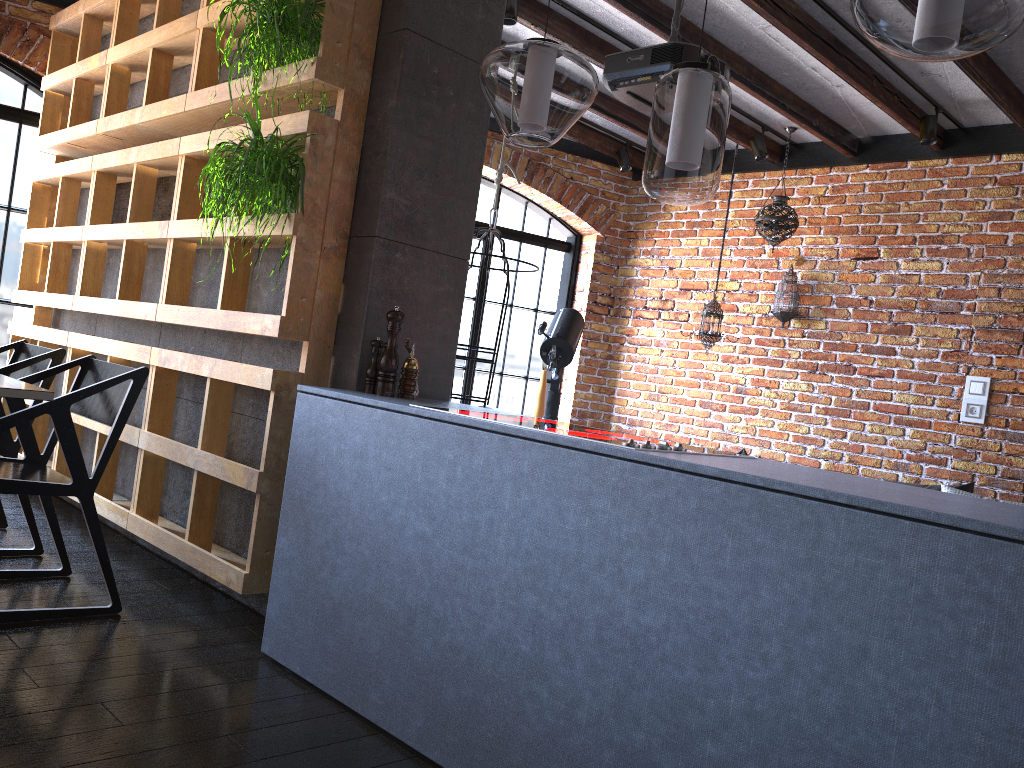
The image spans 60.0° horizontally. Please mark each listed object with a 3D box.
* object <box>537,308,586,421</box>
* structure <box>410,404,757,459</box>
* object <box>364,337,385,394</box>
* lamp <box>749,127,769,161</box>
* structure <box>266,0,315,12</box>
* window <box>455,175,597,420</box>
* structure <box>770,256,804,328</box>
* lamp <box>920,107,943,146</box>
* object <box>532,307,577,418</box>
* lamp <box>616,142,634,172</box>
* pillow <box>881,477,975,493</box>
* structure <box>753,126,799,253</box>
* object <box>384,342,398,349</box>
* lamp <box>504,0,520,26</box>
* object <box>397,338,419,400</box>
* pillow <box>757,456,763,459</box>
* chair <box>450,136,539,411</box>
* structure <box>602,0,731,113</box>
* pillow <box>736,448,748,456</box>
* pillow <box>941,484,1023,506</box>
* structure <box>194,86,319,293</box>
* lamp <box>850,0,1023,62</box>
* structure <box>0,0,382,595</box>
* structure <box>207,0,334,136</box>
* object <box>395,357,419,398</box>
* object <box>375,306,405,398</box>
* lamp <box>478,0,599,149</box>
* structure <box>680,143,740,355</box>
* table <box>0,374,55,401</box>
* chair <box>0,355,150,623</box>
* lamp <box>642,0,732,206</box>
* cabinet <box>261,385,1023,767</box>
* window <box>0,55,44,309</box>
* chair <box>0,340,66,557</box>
[{"bbox_3d":[0.181,0.211,5.669,0.570,1.471,0.616,8,1,-19],"label":"object"},{"bbox_3d":[0.165,0.131,2.298,0.504,0.057,0.763,8,0,-45],"label":"structure"},{"bbox_3d":[-0.436,-0.058,2.812,0.048,0.180,0.048,8,1,5],"label":"object"},{"bbox_3d":[1.529,-1.484,5.486,0.133,0.208,0.090,8,1,12],"label":"lamp"},{"bbox_3d":[-0.611,-1.441,3.020,0.422,0.620,0.571,9,1,34],"label":"structure"},{"bbox_3d":[-0.852,-0.694,6.254,3.294,2.233,0.177,8,1,-27],"label":"window"},{"bbox_3d":[1.768,-0.597,5.678,0.169,0.482,0.169,8,1,-45],"label":"structure"},{"bbox_3d":[2.245,-1.383,4.761,0.113,0.194,0.085,8,1,16],"label":"lamp"},{"bbox_3d":[0.308,-0.088,6.575,0.270,1.054,0.299,8,1,-24],"label":"object"},{"bbox_3d":[0.790,-1.595,6.239,0.134,0.208,0.093,8,1,21],"label":"lamp"},{"bbox_3d":[2.139,0.665,4.637,0.510,0.400,0.263,9,1,39],"label":"pillow"},{"bbox_3d":[1.668,-1.197,5.482,0.265,0.779,0.273,8,1,-6],"label":"structure"},{"bbox_3d":[-0.401,-0.054,2.866,0.048,0.180,0.048,9,1,28],"label":"object"},{"bbox_3d":[0.002,-1.704,3.953,0.116,0.188,0.083,8,1,8],"label":"lamp"},{"bbox_3d":[-0.324,-0.049,2.835,0.058,0.192,0.081,8,1,-4],"label":"object"},{"bbox_3d":[1.227,0.541,4.194,0.250,0.402,0.544,9,1,27],"label":"pillow"},{"bbox_3d":[-0.181,-0.727,4.763,0.682,2.220,0.802,8,1,0],"label":"chair"},{"bbox_3d":[0.666,-1.563,3.615,0.409,0.816,0.463,8,1,-45],"label":"structure"},{"bbox_3d":[0.975,0.492,3.973,0.238,0.417,0.539,9,1,35],"label":"pillow"},{"bbox_3d":[2.336,0.710,4.359,0.495,0.354,0.293,8,1,31],"label":"pillow"},{"bbox_3d":[-0.833,-0.619,2.954,0.422,0.620,0.570,8,1,-26],"label":"structure"},{"bbox_3d":[0.929,-1.019,1.849,0.364,0.665,0.364,9,1,28],"label":"lamp"},{"bbox_3d":[-1.602,-0.645,3.874,0.206,2.381,2.828,7,1,-45],"label":"structure"},{"bbox_3d":[-0.770,-1.094,2.894,0.422,0.620,0.570,8,1,14],"label":"structure"},{"bbox_3d":[-0.336,-0.022,2.896,0.069,0.135,0.069,8,1,25],"label":"object"},{"bbox_3d":[-0.377,-0.102,2.760,0.061,0.283,0.061,8,1,-31],"label":"object"},{"bbox_3d":[0.106,-1.100,2.676,0.367,0.747,0.367,8,1,8],"label":"lamp"},{"bbox_3d":[1.383,-0.903,5.825,0.389,1.437,0.338,8,1,-44],"label":"structure"},{"bbox_3d":[-2.281,0.244,2.782,0.905,0.737,1.886,8,1,-45],"label":"table"},{"bbox_3d":[-1.616,0.297,2.881,0.611,0.818,0.495,8,1,-45],"label":"chair"},{"bbox_3d":[0.489,-0.938,2.256,0.195,0.955,0.197,8,1,-15],"label":"lamp"},{"bbox_3d":[0.531,0.603,1.883,0.607,0.844,2.959,8,1,-45],"label":"cabinet"},{"bbox_3d":[-3.831,-1.112,4.486,3.146,2.233,0.177,8,1,-27],"label":"window"},{"bbox_3d":[-2.171,0.214,3.442,0.611,0.818,0.495,8,1,-45],"label":"chair"}]
